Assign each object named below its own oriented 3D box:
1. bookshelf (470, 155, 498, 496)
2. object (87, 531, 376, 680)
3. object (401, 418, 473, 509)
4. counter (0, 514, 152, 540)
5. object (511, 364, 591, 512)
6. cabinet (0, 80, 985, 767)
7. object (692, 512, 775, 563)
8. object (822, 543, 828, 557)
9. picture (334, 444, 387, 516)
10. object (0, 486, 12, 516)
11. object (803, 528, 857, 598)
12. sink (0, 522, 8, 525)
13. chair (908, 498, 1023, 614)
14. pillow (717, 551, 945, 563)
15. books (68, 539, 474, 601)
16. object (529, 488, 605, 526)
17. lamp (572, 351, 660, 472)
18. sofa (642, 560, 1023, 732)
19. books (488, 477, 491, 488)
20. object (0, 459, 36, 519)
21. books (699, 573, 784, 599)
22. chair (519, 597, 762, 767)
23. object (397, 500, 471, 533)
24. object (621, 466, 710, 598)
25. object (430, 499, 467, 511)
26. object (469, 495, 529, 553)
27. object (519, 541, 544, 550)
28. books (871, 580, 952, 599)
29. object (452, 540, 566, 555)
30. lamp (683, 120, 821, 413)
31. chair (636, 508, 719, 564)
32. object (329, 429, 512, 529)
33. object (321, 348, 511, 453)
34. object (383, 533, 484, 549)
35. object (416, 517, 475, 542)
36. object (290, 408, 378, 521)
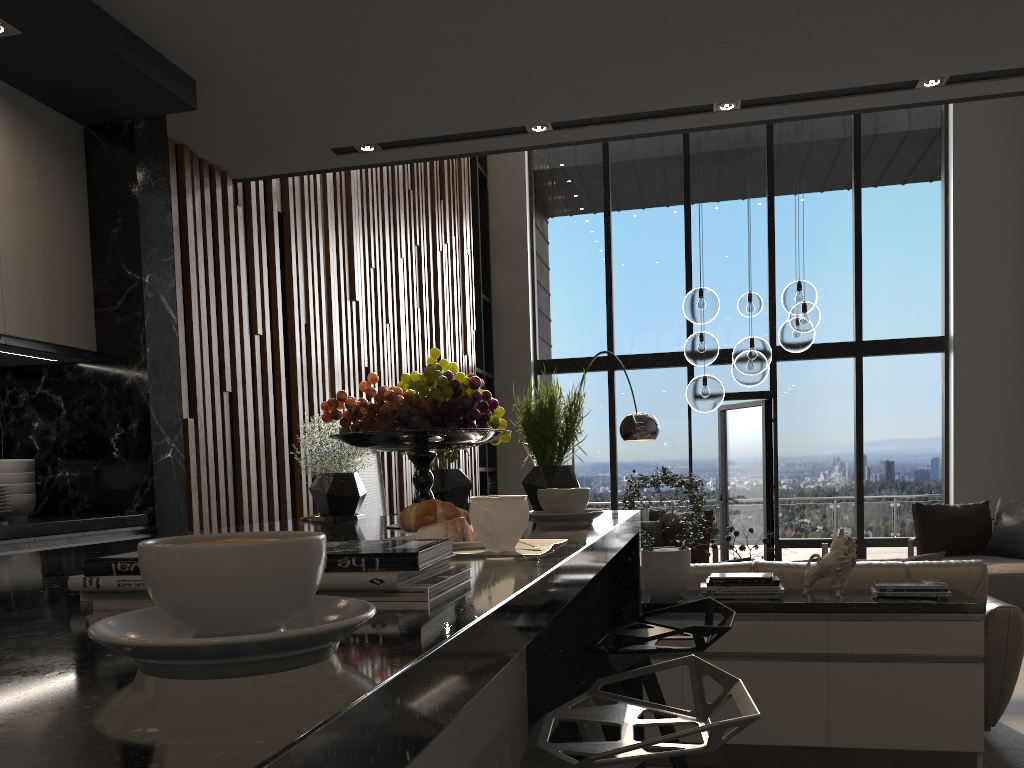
[{"bbox_3d":[-0.538,-0.913,8.999,0.338,5.345,1.447,-1,3,12],"label":"bookshelf"},{"bbox_3d":[-0.156,0.122,0.497,0.155,0.070,0.156,0,-5,-19],"label":"object"},{"bbox_3d":[-0.168,0.173,2.155,0.179,0.314,0.171,-1,1,23],"label":"object"},{"bbox_3d":[-1.968,0.344,1.558,0.611,0.040,3.460,-3,-6,12],"label":"counter"},{"bbox_3d":[0.082,0.129,2.078,0.185,0.371,0.196,-3,2,-33],"label":"object"},{"bbox_3d":[-0.546,-0.245,1.073,3.623,3.251,6.205,-2,-4,12],"label":"cabinet"},{"bbox_3d":[1.457,1.162,5.866,0.541,0.606,0.316,-2,1,-17],"label":"object"},{"bbox_3d":[1.922,1.221,5.620,0.316,0.400,0.318,-2,0,31],"label":"object"},{"bbox_3d":[-0.889,0.873,5.323,0.101,1.003,0.726,-1,0,12],"label":"picture"},{"bbox_3d":[-1.798,0.354,2.837,0.301,0.196,0.304,-3,-3,15],"label":"object"},{"bbox_3d":[1.338,0.752,3.683,0.207,0.291,0.135,-2,2,31],"label":"object"},{"bbox_3d":[-1.867,0.272,2.114,0.498,0.548,1.113,-2,-4,12],"label":"sink"},{"bbox_3d":[4.098,1.437,7.365,1.447,0.903,1.480,-4,-4,29],"label":"chair"},{"bbox_3d":[1.085,1.084,4.416,1.942,0.502,0.542,-3,-2,11],"label":"pillow"},{"bbox_3d":[-0.211,0.171,0.809,0.323,0.038,0.172,-3,-6,11],"label":"books"},{"bbox_3d":[0.101,0.237,1.689,0.155,0.071,0.156,0,-5,-19],"label":"object"},{"bbox_3d":[0.869,0.877,7.896,0.320,2.344,2.033,-2,0,-12],"label":"lamp"},{"bbox_3d":[0.824,1.331,4.976,3.247,0.822,1.877,-3,-5,12],"label":"sofa"},{"bbox_3d":[-0.373,1.117,9.584,0.218,0.191,0.374,-2,-4,12],"label":"books"},{"bbox_3d":[-1.771,0.372,3.109,0.149,0.215,0.142,-2,1,32],"label":"object"},{"bbox_3d":[0.979,0.865,3.743,0.348,0.100,0.194,-3,-4,12],"label":"books"},{"bbox_3d":[0.115,0.758,1.138,0.435,0.737,1.729,-2,-4,12],"label":"chair"},{"bbox_3d":[-0.139,0.227,1.493,0.131,0.060,0.070,-3,-2,12],"label":"object"},{"bbox_3d":[0.667,0.642,3.811,0.385,0.579,0.215,-2,2,-7],"label":"object"},{"bbox_3d":[-0.115,0.231,1.541,0.074,0.059,0.060,-3,-2,33],"label":"object"},{"bbox_3d":[-0.019,0.179,1.118,0.084,0.071,0.077,-1,-2,-28],"label":"object"},{"bbox_3d":[0.000,0.204,1.164,0.027,0.027,0.130,-1,-5,-29],"label":"object"},{"bbox_3d":[1.642,0.848,3.618,0.294,0.054,0.183,-3,-5,16],"label":"books"},{"bbox_3d":[-0.052,0.222,1.199,0.228,0.003,0.229,-3,-6,12],"label":"object"},{"bbox_3d":[1.505,-2.312,5.632,1.232,5.025,1.221,-1,3,9],"label":"lamp"},{"bbox_3d":[1.079,1.570,7.740,1.485,0.903,1.441,-5,-4,39],"label":"chair"},{"bbox_3d":[-0.181,0.196,1.783,0.366,0.188,0.368,0,-4,-24],"label":"object"},{"bbox_3d":[-0.195,0.030,1.766,0.347,0.216,0.319,-2,-3,9],"label":"object"},{"bbox_3d":[-0.088,0.223,1.242,0.192,0.012,0.191,-8,-8,44],"label":"object"},{"bbox_3d":[-0.096,0.208,1.245,0.074,0.043,0.128,-2,-5,4],"label":"object"},{"bbox_3d":[-0.446,0.199,2.190,0.221,0.285,0.210,-2,0,25],"label":"object"}]
